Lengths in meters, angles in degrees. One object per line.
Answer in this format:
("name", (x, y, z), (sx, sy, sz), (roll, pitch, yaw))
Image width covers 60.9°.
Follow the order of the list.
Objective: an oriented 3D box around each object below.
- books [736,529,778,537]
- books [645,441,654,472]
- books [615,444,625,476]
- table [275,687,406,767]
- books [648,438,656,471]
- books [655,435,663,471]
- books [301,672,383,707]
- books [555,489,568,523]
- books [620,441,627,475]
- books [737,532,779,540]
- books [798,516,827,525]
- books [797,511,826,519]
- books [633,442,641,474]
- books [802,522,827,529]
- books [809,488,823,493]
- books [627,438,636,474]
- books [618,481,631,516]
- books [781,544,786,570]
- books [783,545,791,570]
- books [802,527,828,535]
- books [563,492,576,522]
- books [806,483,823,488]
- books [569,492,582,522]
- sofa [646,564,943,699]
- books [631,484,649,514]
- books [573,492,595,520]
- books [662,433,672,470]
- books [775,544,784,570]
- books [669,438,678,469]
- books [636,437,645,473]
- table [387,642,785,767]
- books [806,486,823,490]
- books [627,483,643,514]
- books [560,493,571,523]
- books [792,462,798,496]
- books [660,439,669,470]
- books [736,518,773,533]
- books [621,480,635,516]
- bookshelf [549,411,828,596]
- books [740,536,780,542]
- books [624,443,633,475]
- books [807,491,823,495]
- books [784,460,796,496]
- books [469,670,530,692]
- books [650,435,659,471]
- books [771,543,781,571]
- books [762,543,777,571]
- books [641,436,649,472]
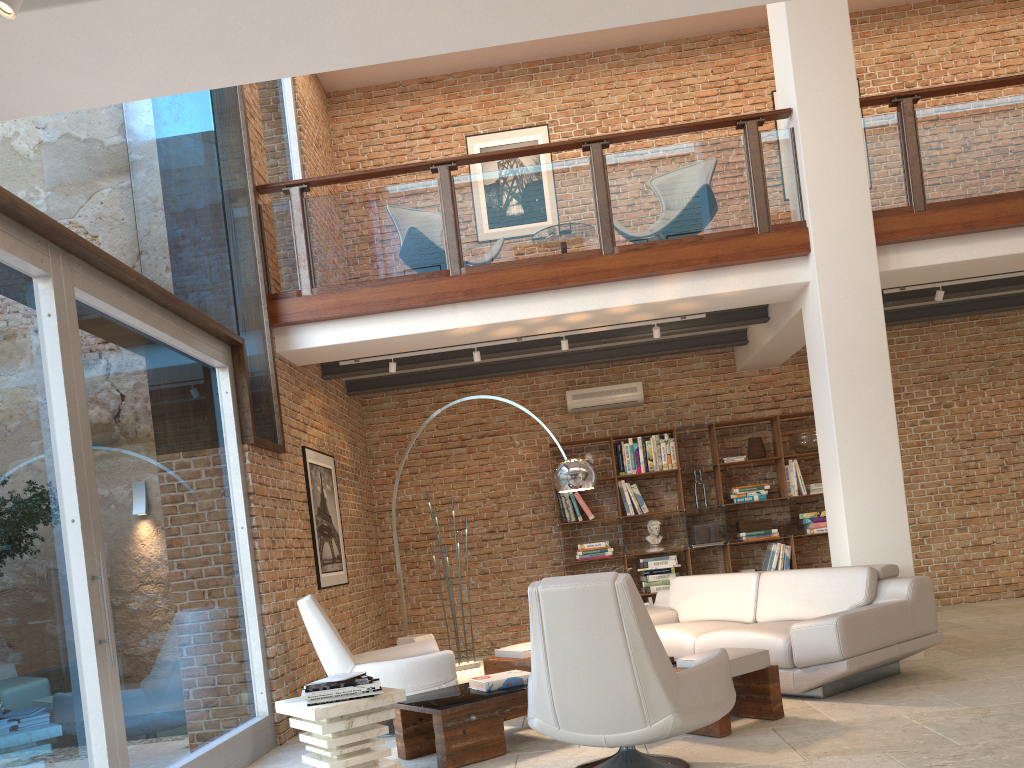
("books", (2.562, 1.561, 9.140), (0.380, 0.036, 0.248), (-7, -10, 2))
("books", (1.444, 0.777, 9.209), (0.056, 0.325, 0.257), (-7, -4, 2))
("books", (1.146, 0.820, 9.253), (0.056, 0.325, 0.257), (-7, -4, 2))
("table", (-0.850, 1.835, 4.438), (0.492, 0.498, 0.504), (-3, -7, -37))
("books", (1.482, 0.761, 9.221), (0.021, 0.355, 0.274), (-7, -4, 2))
("books", (1.546, 0.739, 9.217), (0.036, 0.379, 0.246), (-7, -3, 2))
("books", (-0.880, 1.558, 4.496), (0.388, 0.078, 0.580), (-4, -11, -13))
("books", (0.525, 1.298, 9.285), (0.091, 0.380, 0.246), (-7, -3, 3))
("books", (1.183, 0.801, 9.249), (0.021, 0.355, 0.274), (-7, -4, 2))
("books", (2.583, 1.602, 9.173), (0.379, 0.036, 0.248), (-6, -10, -1))
("books", (3.193, 1.424, 9.128), (0.327, 0.055, 0.259), (-7, -10, 3))
("books", (3.169, 1.371, 9.129), (0.328, 0.055, 0.258), (-9, -10, 13))
("books", (1.316, 0.798, 9.242), (0.056, 0.325, 0.257), (-7, -4, 2))
("books", (3.243, 1.471, 9.115), (0.326, 0.055, 0.259), (-6, -10, -2))
("books", (3.180, 1.112, 9.104), (0.133, 0.033, 0.208), (-9, -11, 12))
("books", (1.266, 0.775, 9.231), (0.036, 0.379, 0.246), (-7, -3, 2))
("books", (1.181, 1.219, 9.257), (0.101, 0.379, 0.246), (-7, -3, 3))
("books", (2.810, 1.857, 9.154), (0.098, 0.350, 0.275), (-7, -4, 3))
("books", (2.854, 1.857, 9.137), (0.116, 0.330, 0.257), (-7, -4, 3))
("books", (3.224, 1.530, 9.116), (0.327, 0.055, 0.258), (-8, -10, 5))
("books", (0.617, 1.317, 9.306), (0.102, 0.330, 0.257), (-7, -4, 3))
("books", (3.174, 1.060, 9.104), (0.132, 0.033, 0.210), (-5, -10, -7))
("books", (0.668, 1.281, 9.271), (0.121, 0.377, 0.246), (-7, -3, 3))
("sofa", (1.699, 1.768, 6.346), (1.138, 0.745, 2.379), (-1, -11, -36))
("books", (1.343, 1.221, 9.228), (0.158, 0.325, 0.257), (-7, -4, 3))
("books", (0.764, 1.304, 9.289), (0.195, 0.315, 0.257), (-7, -4, 3))
("books", (1.639, 0.727, 9.211), (0.036, 0.379, 0.246), (-7, -3, 2))
("books", (2.788, 1.856, 9.146), (0.098, 0.350, 0.275), (-7, -4, 3))
("books", (1.692, 0.751, 9.225), (0.056, 0.325, 0.257), (-7, -4, 2))
("books", (1.359, 0.762, 9.219), (0.036, 0.379, 0.246), (-7, -3, 2))
("table", (0.252, 1.926, 5.420), (1.961, 0.423, 2.253), (1, -12, -35))
("books", (3.185, 1.086, 9.108), (0.171, 0.018, 0.240), (-8, -11, 6))
("books", (1.295, 1.221, 9.245), (0.125, 0.344, 0.275), (-7, -4, 3))
("books", (0.562, 1.295, 9.291), (0.091, 0.380, 0.246), (-7, -3, 3))
("books", (2.935, 1.004, 9.131), (0.021, 0.355, 0.274), (-7, -4, 2))
("books", (1.595, 0.760, 9.209), (0.056, 0.325, 0.257), (-7, -4, 2))
("books", (2.543, 1.488, 9.150), (0.336, 0.117, 0.216), (-7, -8, 3))
("books", (1.217, 1.210, 9.231), (0.104, 0.379, 0.246), (-7, -3, 3))
("bookshelf", (2.021, 1.542, 9.172), (3.038, 2.178, 0.366), (-7, 0, 4))
("books", (2.599, 1.626, 9.158), (0.356, 0.020, 0.276), (-7, -10, 2))
("books", (1.222, 0.807, 9.230), (0.056, 0.325, 0.257), (-7, -4, 2))
("books", (3.192, 1.140, 9.118), (0.172, 0.018, 0.239), (-9, -11, 11))
("books", (2.905, 0.992, 9.123), (0.036, 0.379, 0.246), (-7, -3, 2))
("books", (-0.061, 1.756, 5.164), (0.325, 0.055, 0.260), (-2, -11, -26))
("books", (1.510, 0.747, 9.233), (0.036, 0.379, 0.246), (-7, -3, 2))
("books", (2.734, 1.852, 9.140), (0.161, 0.368, 0.246), (-7, -3, 3))
("books", (2.695, 1.863, 9.166), (0.163, 0.368, 0.246), (-7, -3, 3))
("books", (1.396, 0.759, 9.227), (0.036, 0.379, 0.246), (-7, -3, 2))
